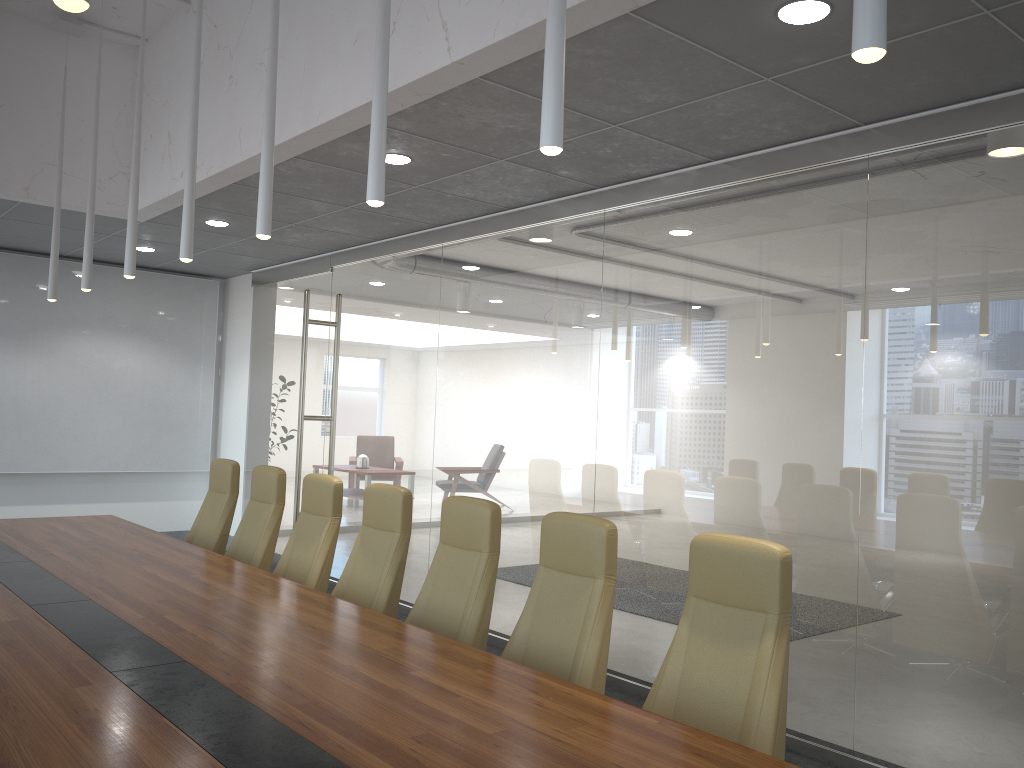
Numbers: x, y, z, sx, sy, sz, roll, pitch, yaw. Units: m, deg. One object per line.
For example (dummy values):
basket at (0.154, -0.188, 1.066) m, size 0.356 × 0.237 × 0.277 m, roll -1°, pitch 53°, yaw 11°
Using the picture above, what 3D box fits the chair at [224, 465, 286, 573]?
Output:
chair at (-2.125, 1.273, 6.141) m, size 0.955 × 1.406 × 0.711 m, roll 4°, pitch -3°, yaw -40°

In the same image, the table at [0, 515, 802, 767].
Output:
table at (-2.092, 1.452, 4.060) m, size 2.300 × 0.895 × 6.500 m, roll 4°, pitch -3°, yaw -40°

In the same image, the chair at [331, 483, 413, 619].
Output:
chair at (-1.089, 1.269, 4.916) m, size 0.955 × 1.406 × 0.711 m, roll 4°, pitch -3°, yaw -40°

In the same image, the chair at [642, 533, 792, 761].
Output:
chair at (0.520, 1.266, 3.120) m, size 0.955 × 1.406 × 0.711 m, roll 4°, pitch -3°, yaw -40°

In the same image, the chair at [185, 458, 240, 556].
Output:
chair at (-2.641, 1.275, 6.752) m, size 0.955 × 1.406 × 0.711 m, roll 4°, pitch -3°, yaw -40°

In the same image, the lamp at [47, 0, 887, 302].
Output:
lamp at (-1.957, -1.904, 4.184) m, size 2.619 × 2.378 × 7.258 m, roll 4°, pitch -3°, yaw -40°

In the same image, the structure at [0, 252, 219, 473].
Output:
structure at (-1.982, -0.303, 4.163) m, size 6.600 × 2.466 × 13.989 m, roll 4°, pitch -3°, yaw -40°

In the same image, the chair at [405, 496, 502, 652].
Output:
chair at (-0.572, 1.267, 4.305) m, size 0.955 × 1.406 × 0.711 m, roll 4°, pitch -3°, yaw -40°

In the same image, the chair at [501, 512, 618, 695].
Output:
chair at (-0.058, 1.265, 3.698) m, size 0.955 × 1.406 × 0.711 m, roll 4°, pitch -3°, yaw -40°

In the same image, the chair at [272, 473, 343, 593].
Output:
chair at (-1.602, 1.271, 5.523) m, size 0.955 × 1.406 × 0.711 m, roll 4°, pitch -3°, yaw -40°
